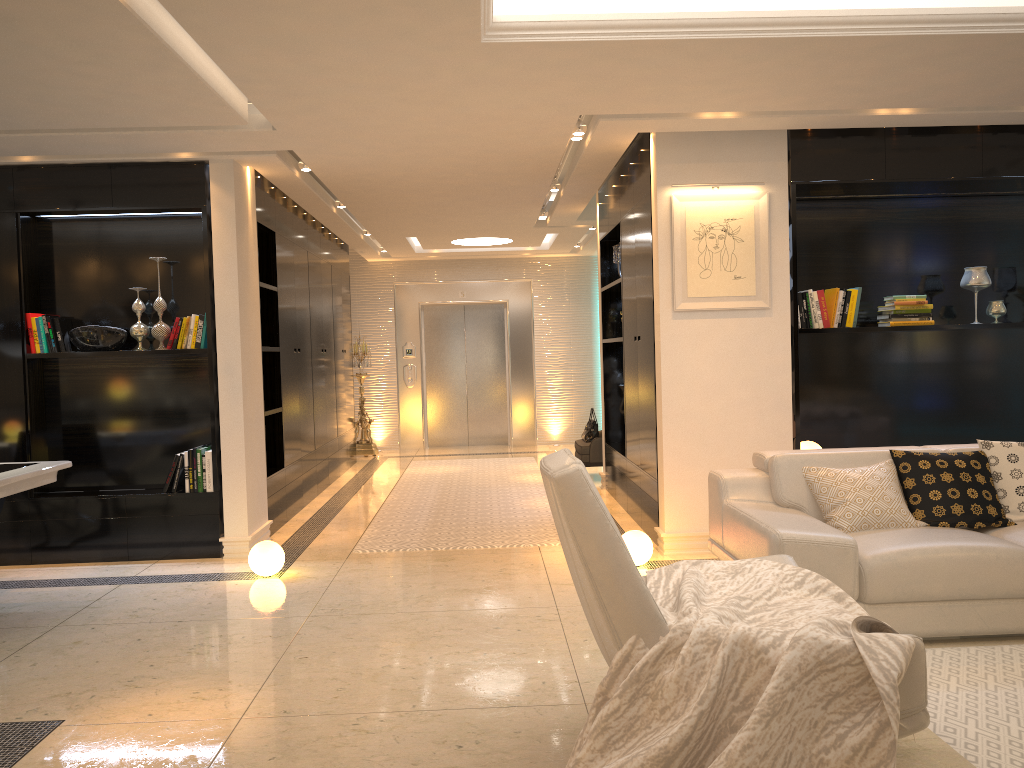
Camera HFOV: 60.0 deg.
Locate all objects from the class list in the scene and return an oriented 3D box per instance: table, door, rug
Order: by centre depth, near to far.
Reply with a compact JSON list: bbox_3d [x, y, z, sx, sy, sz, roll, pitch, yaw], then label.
[{"bbox_3d":[2.238,1.153,2.344,1.661,0.020,2.900,-2,2,-2],"label":"rug"},{"bbox_3d":[-1.993,-5.724,2.744,83.408,24.296,83.408,-1,2,20],"label":"door"},{"bbox_3d":[-4.004,0.888,4.443,3.031,0.759,1.293,-2,2,-2],"label":"table"},{"bbox_3d":[-0.400,1.016,8.464,1.526,0.015,5.025,-2,2,-2],"label":"rug"}]

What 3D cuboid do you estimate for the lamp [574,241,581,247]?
[{"bbox_3d":[0.844,-1.851,11.571,0.107,0.127,0.107,-2,2,-21],"label":"lamp"}]

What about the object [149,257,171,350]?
[{"bbox_3d":[-2.354,-0.534,5.932,0.121,0.612,0.121,-2,2,-7],"label":"object"}]

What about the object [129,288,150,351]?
[{"bbox_3d":[-2.504,-0.433,5.957,0.121,0.416,0.121,-2,2,-7],"label":"object"}]

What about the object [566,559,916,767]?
[{"bbox_3d":[0.658,0.899,2.570,0.972,0.580,1.347,0,2,35],"label":"object"}]

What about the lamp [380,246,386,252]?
[{"bbox_3d":[-1.661,-1.774,11.489,0.107,0.127,0.107,-2,2,-21],"label":"lamp"}]

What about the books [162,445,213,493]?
[{"bbox_3d":[-2.159,0.570,5.981,0.345,0.296,0.222,-2,2,-2],"label":"books"}]

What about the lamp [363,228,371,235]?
[{"bbox_3d":[-1.606,-1.719,9.870,0.107,0.127,0.107,-1,2,17],"label":"lamp"}]

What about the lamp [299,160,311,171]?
[{"bbox_3d":[-1.487,-1.601,6.402,0.107,0.127,0.107,-2,2,-21],"label":"lamp"}]

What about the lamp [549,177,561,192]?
[{"bbox_3d":[0.359,-1.694,7.506,0.107,0.127,0.107,-2,2,-21],"label":"lamp"}]

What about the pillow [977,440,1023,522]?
[{"bbox_3d":[2.625,0.477,4.413,0.526,0.399,0.255,-2,2,-2],"label":"pillow"}]

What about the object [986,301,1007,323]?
[{"bbox_3d":[3.236,-0.477,5.927,0.119,0.154,0.119,-1,2,8],"label":"object"}]

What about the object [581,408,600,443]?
[{"bbox_3d":[0.807,0.416,9.111,0.168,0.345,0.366,-2,2,-3],"label":"object"}]

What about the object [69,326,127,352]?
[{"bbox_3d":[-2.764,-0.298,5.927,0.375,0.177,0.193,-2,2,-1],"label":"object"}]

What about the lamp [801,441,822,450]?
[{"bbox_3d":[1.982,0.488,5.944,0.213,0.214,0.212,0,3,38],"label":"lamp"}]

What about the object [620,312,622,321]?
[{"bbox_3d":[1.020,-0.583,7.845,0.079,0.361,0.176,-2,2,-21],"label":"object"}]

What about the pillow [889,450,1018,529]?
[{"bbox_3d":[2.170,0.507,4.356,0.524,0.355,0.323,-2,2,-1],"label":"pillow"}]

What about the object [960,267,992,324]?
[{"bbox_3d":[3.102,-0.587,5.930,0.181,0.381,0.181,-2,2,-8],"label":"object"}]

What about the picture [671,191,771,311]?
[{"bbox_3d":[1.307,-0.831,5.549,0.610,0.729,0.027,-2,2,-2],"label":"picture"}]

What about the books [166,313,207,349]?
[{"bbox_3d":[-2.157,-0.351,5.962,0.290,0.238,0.189,-2,2,-3],"label":"books"}]

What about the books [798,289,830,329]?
[{"bbox_3d":[1.925,-0.492,5.810,0.240,0.270,0.208,-2,2,-2],"label":"books"}]

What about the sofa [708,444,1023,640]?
[{"bbox_3d":[2.239,0.712,4.319,2.328,0.754,1.145,-2,2,-2],"label":"sofa"}]

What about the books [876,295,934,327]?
[{"bbox_3d":[2.600,-0.480,5.861,0.296,0.197,0.260,-2,2,1],"label":"books"}]

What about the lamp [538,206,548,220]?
[{"bbox_3d":[0.310,-1.747,9.037,0.107,0.127,0.235,-2,2,-2],"label":"lamp"}]

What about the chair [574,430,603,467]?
[{"bbox_3d":[0.996,0.508,9.108,0.702,0.898,0.625,-2,2,-1],"label":"chair"}]

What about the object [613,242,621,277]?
[{"bbox_3d":[0.940,-1.039,7.576,0.155,0.347,0.155,-2,2,-22],"label":"object"}]

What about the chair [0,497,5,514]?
[{"bbox_3d":[-3.279,0.794,5.124,0.523,0.858,0.496,-2,2,-2],"label":"chair"}]

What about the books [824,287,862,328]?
[{"bbox_3d":[2.156,-0.495,5.822,0.210,0.261,0.212,-2,2,-2],"label":"books"}]

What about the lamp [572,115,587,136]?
[{"bbox_3d":[0.417,-1.629,5.579,0.107,0.127,0.107,-2,2,-21],"label":"lamp"}]

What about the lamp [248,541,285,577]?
[{"bbox_3d":[-1.484,1.055,5.364,0.213,0.214,0.212,0,3,38],"label":"lamp"}]

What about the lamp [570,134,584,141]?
[{"bbox_3d":[0.414,-1.633,5.707,0.107,0.127,0.107,-2,2,-21],"label":"lamp"}]

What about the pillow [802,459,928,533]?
[{"bbox_3d":[1.714,0.555,4.332,0.521,0.329,0.351,-2,2,-2],"label":"pillow"}]

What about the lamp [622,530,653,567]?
[{"bbox_3d":[0.743,0.990,5.354,0.213,0.214,0.212,0,3,38],"label":"lamp"}]

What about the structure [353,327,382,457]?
[{"bbox_3d":[-1.877,0.099,11.865,0.382,1.715,0.811,-1,2,22],"label":"structure"}]

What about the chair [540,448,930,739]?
[{"bbox_3d":[0.591,0.696,2.768,0.983,0.991,1.027,-2,2,-3],"label":"chair"}]

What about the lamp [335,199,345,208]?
[{"bbox_3d":[-1.544,-1.656,8.022,0.107,0.127,0.107,-2,2,-21],"label":"lamp"}]

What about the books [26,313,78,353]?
[{"bbox_3d":[-3.078,-0.338,5.932,0.236,0.270,0.210,-2,2,-2],"label":"books"}]

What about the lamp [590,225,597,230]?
[{"bbox_3d":[0.898,-1.796,9.952,0.107,0.127,0.107,-2,2,-21],"label":"lamp"}]
